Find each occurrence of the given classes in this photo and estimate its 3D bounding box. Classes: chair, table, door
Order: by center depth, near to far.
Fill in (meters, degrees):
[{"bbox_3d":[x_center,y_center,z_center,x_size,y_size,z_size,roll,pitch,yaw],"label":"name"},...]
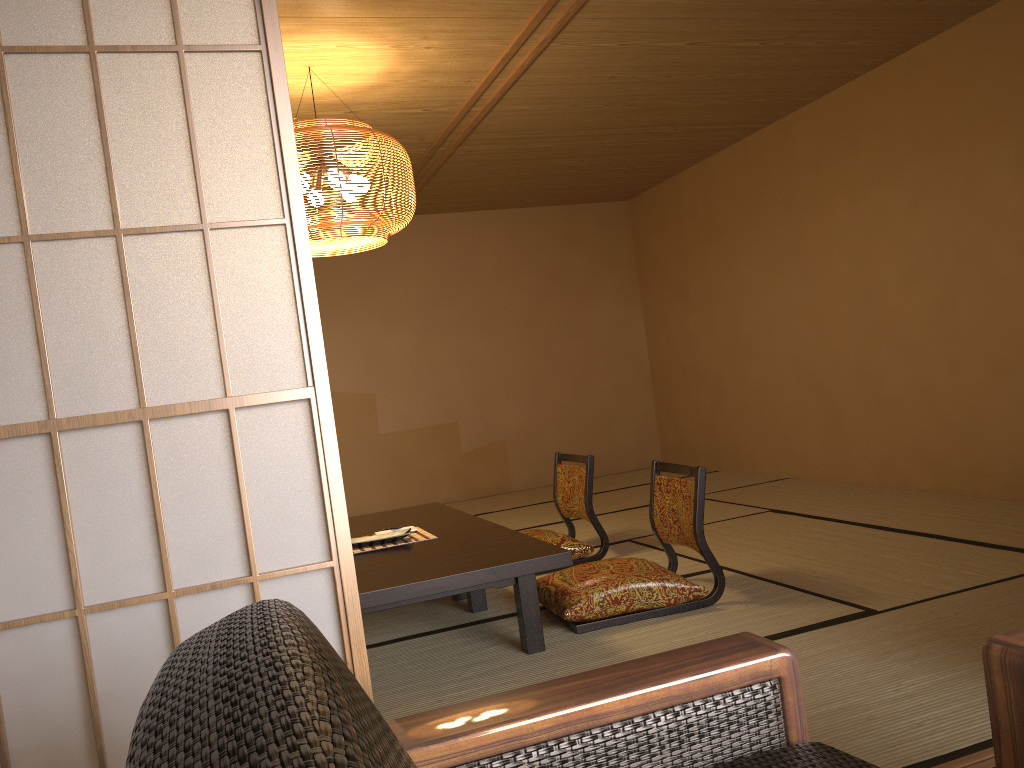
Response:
[{"bbox_3d":[0.137,0.571,0.880,0.943,0.780,0.873,-8,1,-19],"label":"chair"},{"bbox_3d":[1.066,0.582,1.151,0.540,0.500,0.540,-8,1,-19],"label":"table"},{"bbox_3d":[-0.778,0.103,1.375,0.991,1.935,0.040,-8,1,-18],"label":"door"},{"bbox_3d":[-0.393,0.843,3.419,0.994,0.357,0.995,-8,0,-19],"label":"table"},{"bbox_3d":[0.425,0.637,3.625,0.686,0.547,0.582,-8,1,-14],"label":"chair"},{"bbox_3d":[-0.709,0.883,4.362,0.994,0.357,0.995,-8,0,-19],"label":"table"},{"bbox_3d":[0.074,0.681,4.654,0.698,0.547,0.583,-8,1,-20],"label":"chair"}]

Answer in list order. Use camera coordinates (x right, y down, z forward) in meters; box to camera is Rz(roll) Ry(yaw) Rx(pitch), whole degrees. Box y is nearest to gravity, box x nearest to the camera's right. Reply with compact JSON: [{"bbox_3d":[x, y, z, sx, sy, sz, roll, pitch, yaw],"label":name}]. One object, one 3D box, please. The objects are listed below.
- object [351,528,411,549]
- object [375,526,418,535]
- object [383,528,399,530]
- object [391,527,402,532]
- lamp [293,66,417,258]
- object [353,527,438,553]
[{"bbox_3d":[-0.604,0.669,3.787,0.349,0.039,0.129,-8,0,-5],"label":"object"},{"bbox_3d":[-0.522,0.670,4.002,0.180,0.014,0.130,-8,0,-17],"label":"object"},{"bbox_3d":[-0.558,0.669,4.078,0.006,0.030,0.229,-8,0,-27],"label":"object"},{"bbox_3d":[-0.522,0.664,4.017,0.050,0.018,0.015,-8,1,-22],"label":"object"},{"bbox_3d":[-0.860,-1.028,4.008,0.798,0.826,0.798,-8,1,5],"label":"lamp"},{"bbox_3d":[-0.566,0.684,3.887,0.400,0.003,0.398,-8,0,-19],"label":"object"}]
